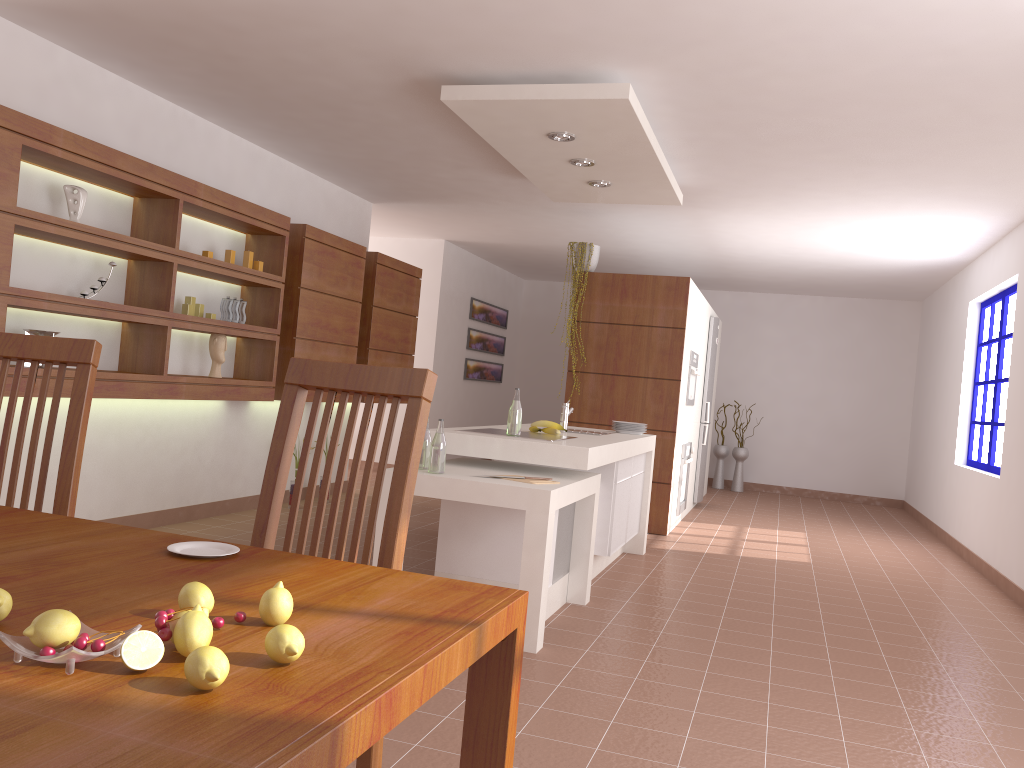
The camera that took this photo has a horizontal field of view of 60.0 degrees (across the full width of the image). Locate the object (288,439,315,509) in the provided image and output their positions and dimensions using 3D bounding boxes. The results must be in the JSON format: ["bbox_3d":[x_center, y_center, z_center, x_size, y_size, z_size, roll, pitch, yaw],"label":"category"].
[{"bbox_3d":[-1.582,0.641,6.511,0.087,0.546,0.296,5,0,33],"label":"object"}]

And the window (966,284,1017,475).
[{"bbox_3d":[3.813,-0.021,6.956,0.035,1.430,1.699,5,0,17],"label":"window"}]

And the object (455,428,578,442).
[{"bbox_3d":[0.035,0.255,4.500,0.493,0.006,0.551,5,0,17],"label":"object"}]

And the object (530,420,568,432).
[{"bbox_3d":[0.206,0.229,4.862,0.207,0.055,0.047,5,0,-6],"label":"object"}]

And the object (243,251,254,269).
[{"bbox_3d":[-1.650,-0.768,5.542,0.044,0.120,0.044,5,0,17],"label":"object"}]

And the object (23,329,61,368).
[{"bbox_3d":[-2.183,-0.162,4.103,0.159,0.171,0.159,5,0,-37],"label":"object"}]

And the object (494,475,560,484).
[{"bbox_3d":[0.055,0.410,3.805,0.266,0.006,0.168,5,0,34],"label":"object"}]

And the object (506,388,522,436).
[{"bbox_3d":[0.017,0.135,4.293,0.071,0.230,0.071,5,0,-2],"label":"object"}]

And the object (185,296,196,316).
[{"bbox_3d":[-1.876,-0.448,5.161,0.044,0.120,0.044,5,0,17],"label":"object"}]

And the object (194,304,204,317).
[{"bbox_3d":[-1.867,-0.431,5.281,0.044,0.090,0.044,5,0,17],"label":"object"}]

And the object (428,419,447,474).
[{"bbox_3d":[-0.310,0.263,3.752,0.071,0.230,0.071,5,0,-2],"label":"object"}]

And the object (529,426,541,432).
[{"bbox_3d":[0.124,0.249,4.890,0.060,0.033,0.207,5,0,-3],"label":"object"}]

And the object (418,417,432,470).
[{"bbox_3d":[-0.383,0.256,3.877,0.071,0.230,0.071,5,0,-2],"label":"object"}]

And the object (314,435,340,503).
[{"bbox_3d":[-1.453,0.653,6.937,0.087,0.546,0.296,5,0,18],"label":"object"}]

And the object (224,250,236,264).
[{"bbox_3d":[-1.691,-0.761,5.318,0.044,0.099,0.044,5,0,17],"label":"object"}]

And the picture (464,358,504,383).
[{"bbox_3d":[-0.332,-0.155,10.845,0.015,0.248,1.408,5,0,17],"label":"picture"}]

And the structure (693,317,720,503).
[{"bbox_3d":[1.988,0.257,9.003,0.089,1.862,0.604,5,0,17],"label":"structure"}]

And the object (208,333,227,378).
[{"bbox_3d":[-1.799,-0.181,5.399,0.100,0.284,0.100,5,0,-42],"label":"object"}]

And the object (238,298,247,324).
[{"bbox_3d":[-1.705,-0.454,5.563,0.054,0.165,0.065,5,0,33],"label":"object"}]

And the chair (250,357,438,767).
[{"bbox_3d":[-0.457,0.477,1.506,0.444,1.063,0.574,5,0,27],"label":"chair"}]

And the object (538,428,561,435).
[{"bbox_3d":[0.216,0.258,4.835,0.060,0.033,0.207,5,0,-28],"label":"object"}]

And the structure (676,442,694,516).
[{"bbox_3d":[1.485,0.804,7.593,0.058,0.592,0.596,5,0,17],"label":"structure"}]

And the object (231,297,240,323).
[{"bbox_3d":[-1.734,-0.456,5.519,0.054,0.165,0.065,5,0,33],"label":"object"}]

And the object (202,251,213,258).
[{"bbox_3d":[-1.736,-0.741,5.057,0.044,0.049,0.044,5,0,17],"label":"object"}]

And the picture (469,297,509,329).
[{"bbox_3d":[-0.268,-0.852,10.846,0.015,0.248,1.408,5,0,17],"label":"picture"}]

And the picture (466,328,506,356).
[{"bbox_3d":[-0.300,-0.503,10.845,0.015,0.248,1.408,5,0,17],"label":"picture"}]

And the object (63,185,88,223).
[{"bbox_3d":[-2.090,-0.848,4.234,0.103,0.197,0.071,5,0,-22],"label":"object"}]

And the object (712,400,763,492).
[{"bbox_3d":[2.783,0.764,10.904,0.655,1.112,0.284,5,0,36],"label":"object"}]

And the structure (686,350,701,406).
[{"bbox_3d":[1.567,-0.041,7.590,0.056,0.454,0.614,5,0,17],"label":"structure"}]

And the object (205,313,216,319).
[{"bbox_3d":[-1.795,-0.400,5.284,0.044,0.040,0.044,5,0,17],"label":"object"}]

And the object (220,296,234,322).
[{"bbox_3d":[-1.762,-0.459,5.474,0.054,0.165,0.065,5,0,33],"label":"object"}]

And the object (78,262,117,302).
[{"bbox_3d":[-2.071,-0.520,4.439,0.190,0.227,0.136,5,0,-41],"label":"object"}]

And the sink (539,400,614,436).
[{"bbox_3d":[0.391,0.286,5.493,0.404,0.368,0.668,5,0,17],"label":"sink"}]

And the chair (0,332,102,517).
[{"bbox_3d":[-1.120,0.417,1.712,0.444,1.063,0.574,5,0,-2],"label":"chair"}]

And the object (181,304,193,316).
[{"bbox_3d":[-1.864,-0.421,5.090,0.044,0.070,0.044,5,0,17],"label":"object"}]

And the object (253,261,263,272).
[{"bbox_3d":[-1.601,-0.738,5.593,0.044,0.070,0.044,5,0,17],"label":"object"}]

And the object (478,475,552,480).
[{"bbox_3d":[-0.001,0.398,3.795,0.375,0.008,0.041,5,0,-16],"label":"object"}]
